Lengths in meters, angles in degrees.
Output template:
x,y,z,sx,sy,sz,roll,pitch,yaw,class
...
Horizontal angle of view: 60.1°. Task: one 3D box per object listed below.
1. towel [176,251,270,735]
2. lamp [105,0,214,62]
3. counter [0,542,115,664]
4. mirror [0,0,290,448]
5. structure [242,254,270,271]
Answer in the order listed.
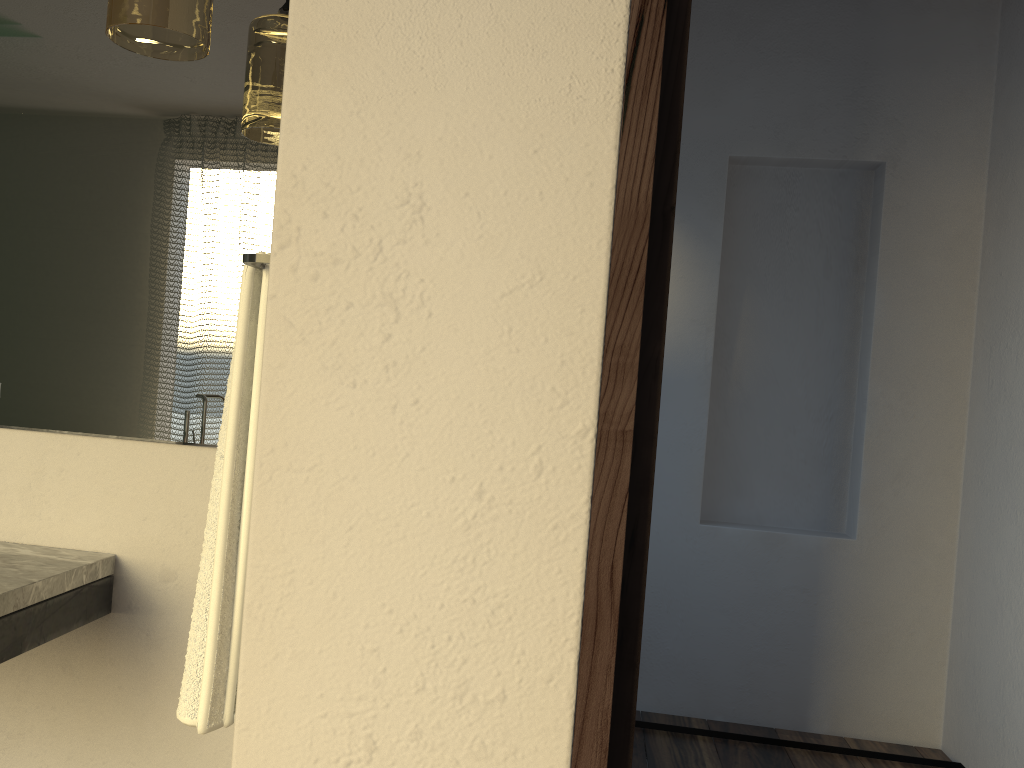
x,y,z,sx,sy,sz,roll,pitch,yaw,class
-0.348,0.145,1.236,0.164,0.636,0.253,5,0,24,towel
-0.464,-0.911,1.244,0.135,0.867,0.142,4,0,-41,lamp
-1.834,0.254,1.392,2.275,0.101,0.583,4,0,8,counter
-2.199,-0.603,1.738,4.107,1.152,0.017,4,0,8,mirror
-0.263,-0.148,1.235,0.103,0.088,0.367,4,0,6,structure
